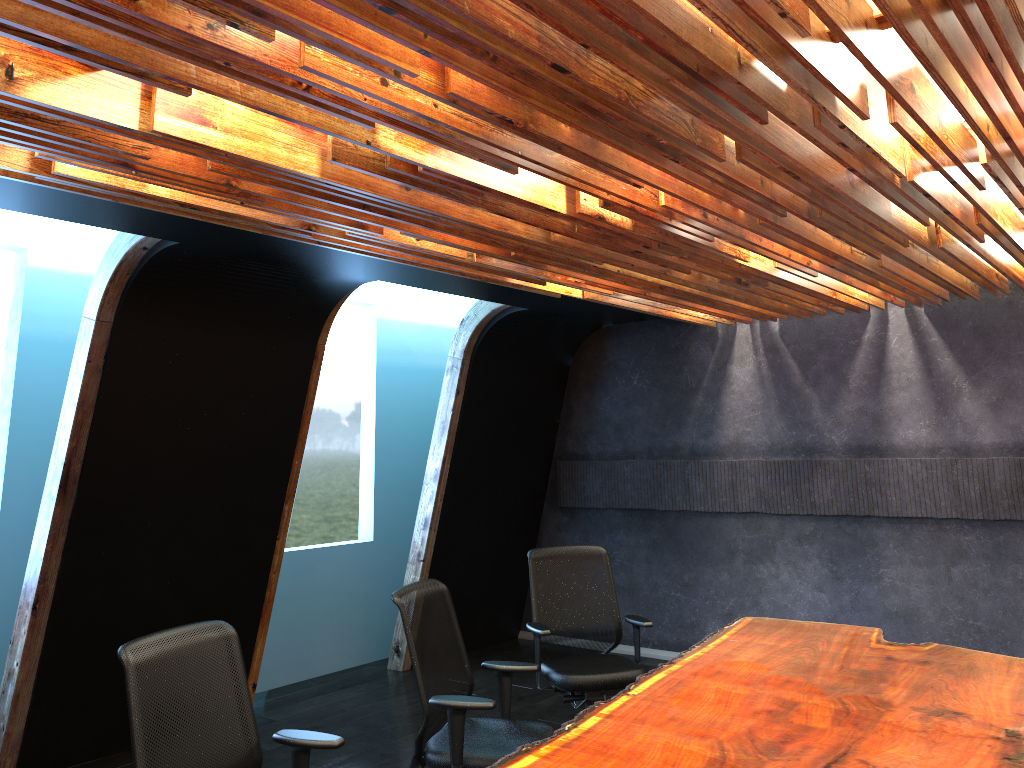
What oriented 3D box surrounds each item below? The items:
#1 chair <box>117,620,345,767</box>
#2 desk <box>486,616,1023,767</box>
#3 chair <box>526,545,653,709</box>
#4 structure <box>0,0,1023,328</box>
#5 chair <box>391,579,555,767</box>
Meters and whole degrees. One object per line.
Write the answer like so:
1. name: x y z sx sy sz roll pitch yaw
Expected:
1. chair: -0.899 1.507 2.980 0.792 1.264 0.800 -5 -11 22
2. desk: 0.233 1.638 2.260 2.016 0.833 6.603 -5 -6 38
3. chair: 0.476 1.664 5.354 0.817 1.264 0.776 2 -11 -17
4. structure: 0.052 0.368 2.040 4.483 3.052 11.375 -6 -7 38
5. chair: -0.108 1.574 4.035 0.794 1.264 0.799 -4 -11 17
